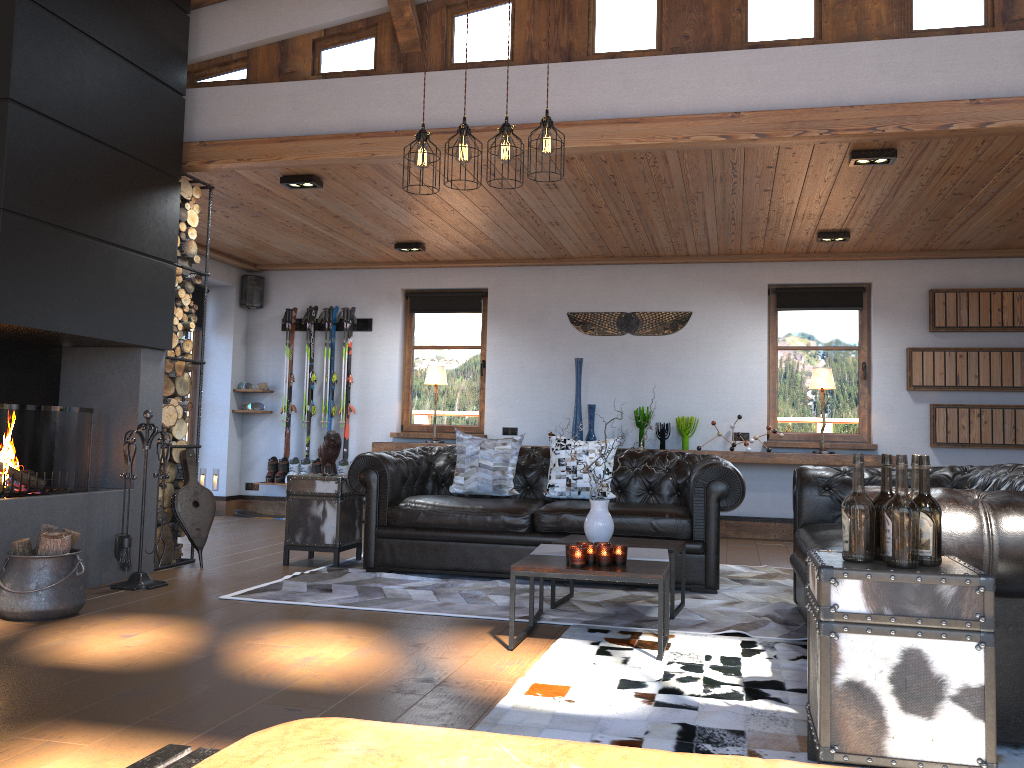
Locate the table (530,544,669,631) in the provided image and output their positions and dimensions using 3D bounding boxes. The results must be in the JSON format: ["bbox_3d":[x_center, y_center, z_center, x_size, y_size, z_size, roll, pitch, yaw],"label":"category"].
[{"bbox_3d":[0.435,0.996,4.340,0.648,0.350,0.401,1,-4,8],"label":"table"}]

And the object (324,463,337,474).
[{"bbox_3d":[-1.899,0.902,9.165,0.115,0.271,0.254,-1,-4,29],"label":"object"}]

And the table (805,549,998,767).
[{"bbox_3d":[1.005,0.773,2.340,0.415,0.610,0.407,1,-4,13],"label":"table"}]

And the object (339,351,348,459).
[{"bbox_3d":[-1.761,0.004,9.306,0.095,1.608,0.116,0,-4,13],"label":"object"}]

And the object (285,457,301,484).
[{"bbox_3d":[-2.279,0.896,9.221,0.116,0.271,0.253,0,-4,19],"label":"object"}]

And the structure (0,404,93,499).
[{"bbox_3d":[-2.581,0.378,4.861,0.182,0.515,0.987,0,-4,14],"label":"structure"}]

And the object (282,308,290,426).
[{"bbox_3d":[-2.385,-0.181,9.307,0.059,1.251,0.120,2,-4,-4],"label":"object"}]

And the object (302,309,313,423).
[{"bbox_3d":[-2.176,-0.174,9.335,0.121,1.251,0.059,2,-4,-5],"label":"object"}]

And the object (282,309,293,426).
[{"bbox_3d":[-2.403,-0.177,9.386,0.121,1.251,0.059,2,-4,-5],"label":"object"}]

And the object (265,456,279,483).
[{"bbox_3d":[-2.513,0.894,9.276,0.116,0.271,0.252,1,-4,4],"label":"object"}]

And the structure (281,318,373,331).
[{"bbox_3d":[-2.025,-0.643,9.401,1.045,0.135,0.320,1,-4,13],"label":"structure"}]

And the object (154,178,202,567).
[{"bbox_3d":[-2.445,-0.100,5.967,0.464,2.614,0.496,1,-4,13],"label":"object"}]

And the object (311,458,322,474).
[{"bbox_3d":[-2.038,0.899,9.163,0.115,0.271,0.254,-1,-5,34],"label":"object"}]

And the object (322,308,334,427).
[{"bbox_3d":[-1.949,-0.172,9.283,0.121,1.251,0.059,2,-4,-5],"label":"object"}]

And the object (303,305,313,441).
[{"bbox_3d":[-2.174,-0.029,9.427,0.072,1.623,0.112,1,-4,13],"label":"object"}]

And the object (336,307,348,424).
[{"bbox_3d":[-1.776,-0.174,9.163,0.122,1.251,0.058,3,-4,-20],"label":"object"}]

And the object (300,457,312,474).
[{"bbox_3d":[-2.158,0.898,9.209,0.116,0.271,0.253,0,-4,19],"label":"object"}]

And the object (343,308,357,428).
[{"bbox_3d":[-1.699,-0.168,9.239,0.122,1.251,0.058,3,-5,-25],"label":"object"}]

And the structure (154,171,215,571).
[{"bbox_3d":[-2.435,-0.106,5.972,0.509,2.619,0.504,1,-4,13],"label":"structure"}]

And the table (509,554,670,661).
[{"bbox_3d":[0.353,0.969,3.909,0.647,0.350,0.402,1,-4,13],"label":"table"}]

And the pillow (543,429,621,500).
[{"bbox_3d":[0.484,0.550,6.096,0.525,0.469,0.285,0,-4,16],"label":"pillow"}]

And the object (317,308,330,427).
[{"bbox_3d":[-1.978,-0.176,9.223,0.122,1.251,0.058,4,-5,-30],"label":"object"}]

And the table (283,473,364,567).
[{"bbox_3d":[-1.303,0.938,6.175,0.415,0.610,0.407,1,-4,13],"label":"table"}]

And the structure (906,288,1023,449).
[{"bbox_3d":[4.569,-0.137,8.066,1.843,1.446,0.322,1,-4,13],"label":"structure"}]

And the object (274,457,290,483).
[{"bbox_3d":[-2.399,0.895,9.248,0.116,0.271,0.253,0,-4,19],"label":"object"}]

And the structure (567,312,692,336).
[{"bbox_3d":[1.149,-0.600,8.776,1.241,0.240,0.099,1,-4,13],"label":"structure"}]

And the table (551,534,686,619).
[{"bbox_3d":[0.580,1.025,4.776,0.645,0.350,0.402,0,-4,18],"label":"table"}]

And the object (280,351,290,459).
[{"bbox_3d":[-2.411,-0.003,9.453,0.095,1.608,0.116,0,-4,13],"label":"object"}]

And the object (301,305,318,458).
[{"bbox_3d":[-2.131,-0.034,9.333,0.103,1.623,0.255,1,-4,10],"label":"object"}]

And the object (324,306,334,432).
[{"bbox_3d":[-1.950,-0.025,9.408,0.072,1.623,0.112,1,-4,13],"label":"object"}]

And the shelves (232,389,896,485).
[{"bbox_3d":[0.250,0.589,8.805,6.607,0.989,0.615,1,-4,13],"label":"shelves"}]

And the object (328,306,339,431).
[{"bbox_3d":[-1.880,-0.025,9.381,0.072,1.623,0.112,1,-4,13],"label":"object"}]

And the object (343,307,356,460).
[{"bbox_3d":[-1.670,-0.010,9.275,0.095,1.608,0.116,0,-4,13],"label":"object"}]

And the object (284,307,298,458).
[{"bbox_3d":[-2.319,-0.017,9.422,0.095,1.608,0.116,0,-4,13],"label":"object"}]

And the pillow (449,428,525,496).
[{"bbox_3d":[-0.176,0.543,6.246,0.525,0.469,0.285,0,-4,16],"label":"pillow"}]
